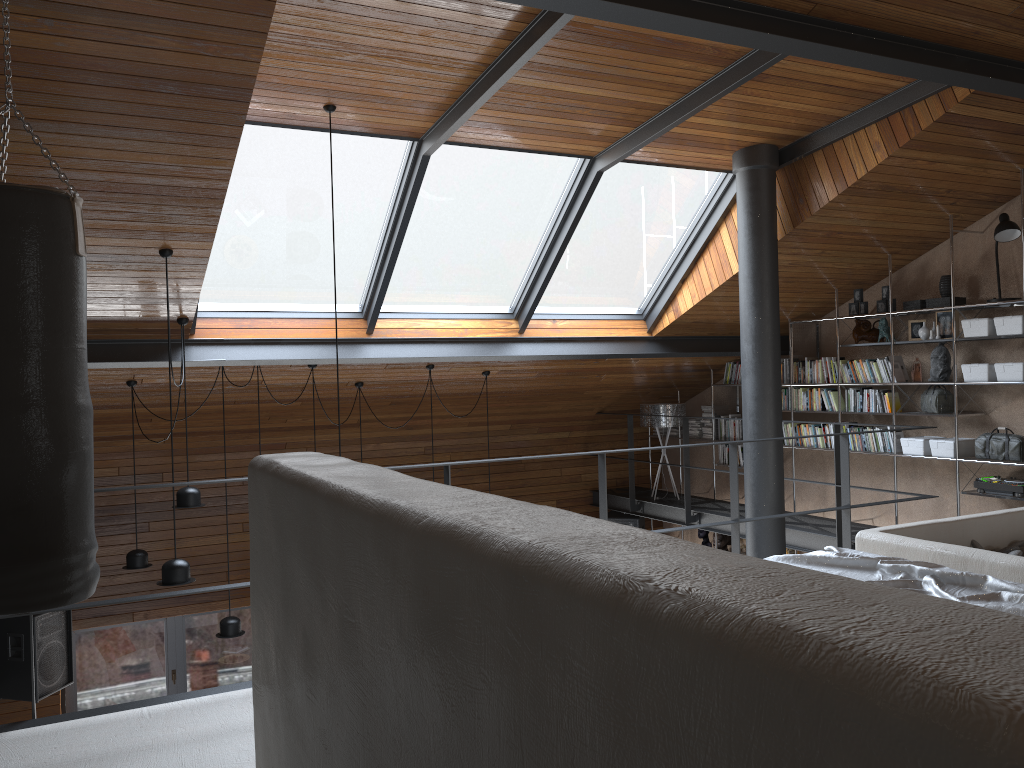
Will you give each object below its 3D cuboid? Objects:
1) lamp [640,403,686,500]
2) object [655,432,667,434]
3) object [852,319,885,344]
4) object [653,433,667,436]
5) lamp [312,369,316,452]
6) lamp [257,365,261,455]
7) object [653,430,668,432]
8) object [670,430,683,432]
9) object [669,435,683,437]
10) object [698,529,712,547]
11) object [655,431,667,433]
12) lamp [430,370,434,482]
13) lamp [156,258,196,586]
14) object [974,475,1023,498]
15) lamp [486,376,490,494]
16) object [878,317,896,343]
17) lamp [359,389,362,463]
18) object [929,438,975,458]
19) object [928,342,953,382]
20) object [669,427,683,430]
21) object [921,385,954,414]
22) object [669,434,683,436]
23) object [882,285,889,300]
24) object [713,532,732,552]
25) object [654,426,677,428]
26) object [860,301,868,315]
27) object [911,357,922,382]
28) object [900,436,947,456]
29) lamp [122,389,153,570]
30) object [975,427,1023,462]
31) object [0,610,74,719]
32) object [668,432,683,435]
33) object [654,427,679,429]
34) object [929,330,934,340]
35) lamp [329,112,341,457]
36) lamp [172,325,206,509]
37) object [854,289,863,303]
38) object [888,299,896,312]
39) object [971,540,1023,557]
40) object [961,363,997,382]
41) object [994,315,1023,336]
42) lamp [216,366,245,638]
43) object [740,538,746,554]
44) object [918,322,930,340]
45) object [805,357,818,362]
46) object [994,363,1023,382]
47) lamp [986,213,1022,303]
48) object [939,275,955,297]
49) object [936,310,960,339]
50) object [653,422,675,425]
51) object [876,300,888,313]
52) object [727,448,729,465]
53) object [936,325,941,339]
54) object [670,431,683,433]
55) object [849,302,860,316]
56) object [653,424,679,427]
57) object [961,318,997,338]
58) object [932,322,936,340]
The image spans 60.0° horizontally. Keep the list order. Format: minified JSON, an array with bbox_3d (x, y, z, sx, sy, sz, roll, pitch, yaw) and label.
[{"bbox_3d":[1.609,0.711,9.392,0.475,1.002,0.475,-2,0,-3],"label":"lamp"},{"bbox_3d":[1.782,0.557,10.198,0.216,0.013,0.161,-2,0,-27],"label":"object"},{"bbox_3d":[3.069,-0.456,7.610,0.278,0.222,0.138,-2,0,19],"label":"object"},{"bbox_3d":[1.770,0.576,10.192,0.234,0.025,0.176,-2,0,-27],"label":"object"},{"bbox_3d":[-1.544,0.884,7.008,0.210,2.034,0.210,-2,0,10],"label":"lamp"},{"bbox_3d":[-1.832,0.893,6.496,0.210,2.273,0.210,-2,0,10],"label":"lamp"},{"bbox_3d":[1.767,0.532,10.191,0.243,0.012,0.159,-2,0,-27],"label":"object"},{"bbox_3d":[1.911,0.516,9.950,0.228,0.016,0.182,-2,0,-27],"label":"object"},{"bbox_3d":[1.888,0.581,9.961,0.201,0.012,0.161,-2,0,-27],"label":"object"},{"bbox_3d":[2.089,1.926,9.709,0.244,0.879,0.244,-2,0,1],"label":"object"},{"bbox_3d":[1.777,0.544,10.206,0.218,0.013,0.161,-2,0,-27],"label":"object"},{"bbox_3d":[-0.668,0.794,7.551,0.210,1.911,0.210,-2,0,10],"label":"lamp"},{"bbox_3d":[-1.937,0.200,5.042,0.210,1.854,0.210,-2,0,10],"label":"lamp"},{"bbox_3d":[3.680,0.752,6.554,0.320,0.114,0.404,-2,0,-27],"label":"object"},{"bbox_3d":[-0.206,0.711,7.964,0.210,1.565,0.210,-2,0,10],"label":"lamp"},{"bbox_3d":[3.138,-0.453,7.419,0.197,0.220,0.102,-2,0,-43],"label":"object"},{"bbox_3d":[-1.283,0.856,7.602,0.210,2.003,0.210,-2,0,10],"label":"lamp"},{"bbox_3d":[3.446,0.496,6.918,0.295,0.136,0.228,-2,0,-27],"label":"object"},{"bbox_3d":[3.368,-0.161,6.979,0.157,0.339,0.229,-2,0,0],"label":"object"},{"bbox_3d":[1.878,0.502,9.960,0.203,0.013,0.161,-2,0,-27],"label":"object"},{"bbox_3d":[3.384,0.112,7.059,0.166,0.240,0.390,-2,0,6],"label":"object"},{"bbox_3d":[1.899,0.568,9.971,0.226,0.012,0.159,-2,0,-27],"label":"object"},{"bbox_3d":[3.143,-0.766,7.442,0.029,0.114,0.084,-2,0,-15],"label":"object"},{"bbox_3d":[2.230,1.946,9.481,0.305,0.840,0.237,-2,0,-25],"label":"object"},{"bbox_3d":[1.772,0.488,10.176,0.246,0.016,0.182,-2,0,-27],"label":"object"},{"bbox_3d":[3.018,-0.646,7.601,0.029,0.117,0.086,-2,0,-7],"label":"object"},{"bbox_3d":[3.281,-0.114,7.193,0.082,0.202,0.227,-1,0,24],"label":"object"},{"bbox_3d":[3.324,0.498,7.157,0.295,0.136,0.228,-2,0,-27],"label":"object"},{"bbox_3d":[-2.827,0.685,6.643,0.210,1.369,0.210,-2,0,10],"label":"lamp"},{"bbox_3d":[3.628,0.440,6.555,0.166,0.247,0.376,-2,0,-29],"label":"object"},{"bbox_3d":[-3.886,2.980,7.166,0.686,2.298,0.639,-2,0,11],"label":"object"},{"bbox_3d":[1.901,0.548,9.961,0.262,0.025,0.176,-2,0,-27],"label":"object"},{"bbox_3d":[1.778,0.505,10.194,0.224,0.017,0.167,-2,0,-27],"label":"object"},{"bbox_3d":[3.293,-0.386,6.956,0.037,0.077,0.037,-2,0,-41],"label":"object"},{"bbox_3d":[-1.000,0.033,5.104,0.210,3.209,0.210,-2,0,-5],"label":"lamp"},{"bbox_3d":[-2.154,0.205,5.861,0.210,1.206,0.210,-2,0,10],"label":"lamp"},{"bbox_3d":[2.985,-0.761,7.640,0.029,0.114,0.084,-2,0,-20],"label":"object"},{"bbox_3d":[3.173,-0.651,7.401,0.029,0.117,0.086,-2,0,-2],"label":"object"},{"bbox_3d":[2.735,0.834,3.831,1.842,0.246,1.435,-2,0,-27],"label":"object"},{"bbox_3d":[3.563,-0.087,6.653,0.295,0.136,0.228,-2,0,-27],"label":"object"},{"bbox_3d":[3.679,-0.423,6.416,0.295,0.136,0.228,-2,0,-27],"label":"object"},{"bbox_3d":[-2.106,0.829,6.538,0.210,2.036,0.210,-2,0,10],"label":"lamp"},{"bbox_3d":[2.434,1.572,9.057,0.207,0.442,0.328,-2,0,-34],"label":"object"},{"bbox_3d":[3.294,-0.423,7.078,0.091,0.146,0.091,-2,0,7],"label":"object"},{"bbox_3d":[2.772,-0.126,8.194,0.146,0.240,0.023,-2,0,-27],"label":"object"},{"bbox_3d":[3.684,-0.089,6.416,0.295,0.136,0.228,-2,0,-27],"label":"object"},{"bbox_3d":[3.619,-0.928,6.533,0.233,0.660,0.322,-1,0,26],"label":"lamp"},{"bbox_3d":[3.409,-0.762,6.953,0.115,0.177,0.115,-2,0,-2],"label":"object"},{"bbox_3d":[3.392,-0.459,6.906,0.062,0.219,0.157,-2,0,-27],"label":"object"},{"bbox_3d":[1.768,0.450,10.175,0.252,0.028,0.180,-2,0,-27],"label":"object"},{"bbox_3d":[3.127,-0.650,7.488,0.029,0.117,0.086,-2,0,-37],"label":"object"},{"bbox_3d":[2.271,0.743,9.142,0.111,0.175,0.011,-2,0,-27],"label":"object"},{"bbox_3d":[3.324,-0.406,6.917,0.037,0.114,0.037,-2,0,-41],"label":"object"},{"bbox_3d":[1.889,0.530,9.955,0.201,0.013,0.161,-2,0,-27],"label":"object"},{"bbox_3d":[2.965,-0.645,7.683,0.029,0.117,0.086,-2,0,-41],"label":"object"},{"bbox_3d":[1.772,0.473,10.176,0.246,0.016,0.182,-2,0,-27],"label":"object"},{"bbox_3d":[3.561,-0.422,6.648,0.295,0.136,0.228,-2,0,-27],"label":"object"},{"bbox_3d":[3.399,-0.426,7.137,0.067,0.150,0.067,-2,0,12],"label":"object"}]
